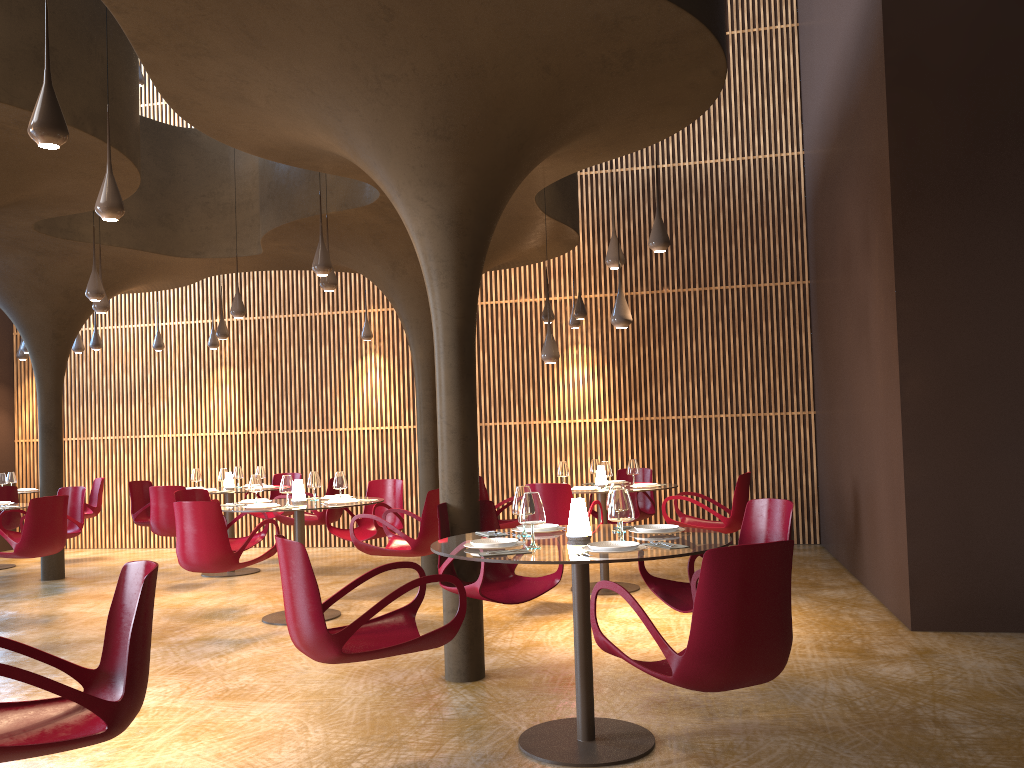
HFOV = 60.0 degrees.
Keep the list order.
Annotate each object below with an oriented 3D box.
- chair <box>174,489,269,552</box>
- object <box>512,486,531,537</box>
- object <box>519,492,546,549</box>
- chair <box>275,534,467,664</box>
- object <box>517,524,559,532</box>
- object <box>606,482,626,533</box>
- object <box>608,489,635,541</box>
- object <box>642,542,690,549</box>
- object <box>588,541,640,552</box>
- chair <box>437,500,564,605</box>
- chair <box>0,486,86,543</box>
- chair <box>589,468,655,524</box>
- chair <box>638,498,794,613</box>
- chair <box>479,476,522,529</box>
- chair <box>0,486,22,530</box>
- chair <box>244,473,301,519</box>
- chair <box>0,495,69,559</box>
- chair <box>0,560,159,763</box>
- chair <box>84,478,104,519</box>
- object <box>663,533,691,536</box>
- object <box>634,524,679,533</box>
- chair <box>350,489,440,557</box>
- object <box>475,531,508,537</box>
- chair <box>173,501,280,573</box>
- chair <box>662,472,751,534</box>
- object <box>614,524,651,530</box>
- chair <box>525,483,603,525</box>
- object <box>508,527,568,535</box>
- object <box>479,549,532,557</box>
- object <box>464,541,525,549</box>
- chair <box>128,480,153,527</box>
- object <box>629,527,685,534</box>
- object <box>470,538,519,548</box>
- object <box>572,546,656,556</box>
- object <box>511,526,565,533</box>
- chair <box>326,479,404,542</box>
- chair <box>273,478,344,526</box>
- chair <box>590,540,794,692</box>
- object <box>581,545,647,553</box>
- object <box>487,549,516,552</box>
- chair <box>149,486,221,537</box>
[{"bbox_3d":[-3.059,1.410,9.174,0.873,0.635,0.625,-3,-3,27],"label":"chair"},{"bbox_3d":[0.070,0.758,5.288,0.142,0.295,0.142,0,-3,-44],"label":"object"},{"bbox_3d":[0.107,0.722,4.691,0.142,0.295,0.142,-3,-2,17],"label":"object"},{"bbox_3d":[-0.748,1.061,4.500,0.872,0.635,0.626,-1,-3,-26],"label":"chair"},{"bbox_3d":[0.161,0.895,5.500,0.263,0.029,0.263,-5,-4,41],"label":"object"},{"bbox_3d":[0.637,0.742,5.329,0.142,0.295,0.142,-3,-2,25],"label":"object"},{"bbox_3d":[0.581,0.707,4.712,0.142,0.295,0.142,-2,-2,-3],"label":"object"},{"bbox_3d":[0.796,0.838,4.595,0.126,0.017,0.262,0,-4,-25],"label":"object"},{"bbox_3d":[0.514,0.824,4.486,0.263,0.029,0.263,-2,-3,-2],"label":"object"},{"bbox_3d":[-0.141,1.130,6.024,0.625,0.635,0.873,0,-3,-31],"label":"chair"},{"bbox_3d":[-5.597,1.583,10.704,0.625,0.635,0.873,-3,-3,22],"label":"chair"},{"bbox_3d":[1.383,1.358,10.774,0.625,0.635,0.873,-3,-3,28],"label":"chair"},{"bbox_3d":[1.302,1.049,5.444,0.872,0.635,0.626,-1,-3,-21],"label":"chair"},{"bbox_3d":[-0.082,1.375,10.246,0.873,0.635,0.625,-3,-3,18],"label":"chair"},{"bbox_3d":[-7.151,1.724,12.256,0.625,0.635,0.873,0,-3,-38],"label":"chair"},{"bbox_3d":[-3.483,1.656,13.145,0.625,0.635,0.873,-2,-3,12],"label":"chair"},{"bbox_3d":[-5.006,1.471,9.123,0.873,0.635,0.625,-3,-3,22],"label":"chair"},{"bbox_3d":[-1.763,1.022,3.265,0.872,0.635,0.625,0,-3,-33],"label":"chair"},{"bbox_3d":[-6.872,1.812,13.920,0.872,0.635,0.625,0,-3,-38],"label":"chair"},{"bbox_3d":[0.858,0.867,5.228,0.204,0.012,0.411,0,-4,-23],"label":"object"},{"bbox_3d":[0.855,0.856,5.233,0.263,0.029,0.263,0,-4,-28],"label":"object"},{"bbox_3d":[-0.984,1.291,8.292,0.873,0.635,0.625,-3,-3,22],"label":"chair"},{"bbox_3d":[-0.127,0.916,5.411,0.126,0.017,0.262,-1,-4,-21],"label":"object"},{"bbox_3d":[-2.519,1.307,7.715,0.625,0.635,0.873,-3,-3,17],"label":"chair"},{"bbox_3d":[2.066,1.249,9.285,0.873,0.635,0.625,-3,-3,23],"label":"chair"},{"bbox_3d":[0.775,0.893,5.523,0.262,0.017,0.126,-1,-4,-19],"label":"object"},{"bbox_3d":[0.480,1.267,8.707,0.625,0.635,0.873,-3,-3,23],"label":"chair"},{"bbox_3d":[0.166,0.905,5.502,0.410,0.012,0.204,0,-4,-25],"label":"object"},{"bbox_3d":[-0.034,0.859,4.497,0.262,0.017,0.126,-1,-3,-15],"label":"object"},{"bbox_3d":[-0.095,0.871,4.793,0.332,0.014,0.332,-2,-3,-2],"label":"object"},{"bbox_3d":[-4.823,1.645,12.200,0.873,0.635,0.625,-3,-3,17],"label":"chair"},{"bbox_3d":[0.855,0.866,5.232,0.332,0.014,0.332,-4,-4,29],"label":"object"},{"bbox_3d":[-0.095,0.862,4.794,0.263,0.029,0.263,0,-4,-31],"label":"object"},{"bbox_3d":[0.511,0.835,4.483,0.410,0.012,0.204,0,-4,-29],"label":"object"},{"bbox_3d":[0.162,0.904,5.500,0.332,0.014,0.332,-2,-3,-4],"label":"object"},{"bbox_3d":[-1.575,1.402,9.872,0.625,0.635,0.873,-3,-3,22],"label":"chair"},{"bbox_3d":[-2.627,1.543,11.692,0.873,0.635,0.625,-2,-3,12],"label":"chair"},{"bbox_3d":[0.820,0.973,3.876,0.625,0.635,0.874,-1,-3,-26],"label":"chair"},{"bbox_3d":[0.514,0.833,4.486,0.332,0.014,0.332,-2,-3,-5],"label":"object"},{"bbox_3d":[-0.097,0.873,4.798,0.204,0.012,0.411,-1,-4,-19],"label":"object"},{"bbox_3d":[-4.039,1.541,10.857,0.625,0.635,0.873,-2,-3,7],"label":"chair"}]
